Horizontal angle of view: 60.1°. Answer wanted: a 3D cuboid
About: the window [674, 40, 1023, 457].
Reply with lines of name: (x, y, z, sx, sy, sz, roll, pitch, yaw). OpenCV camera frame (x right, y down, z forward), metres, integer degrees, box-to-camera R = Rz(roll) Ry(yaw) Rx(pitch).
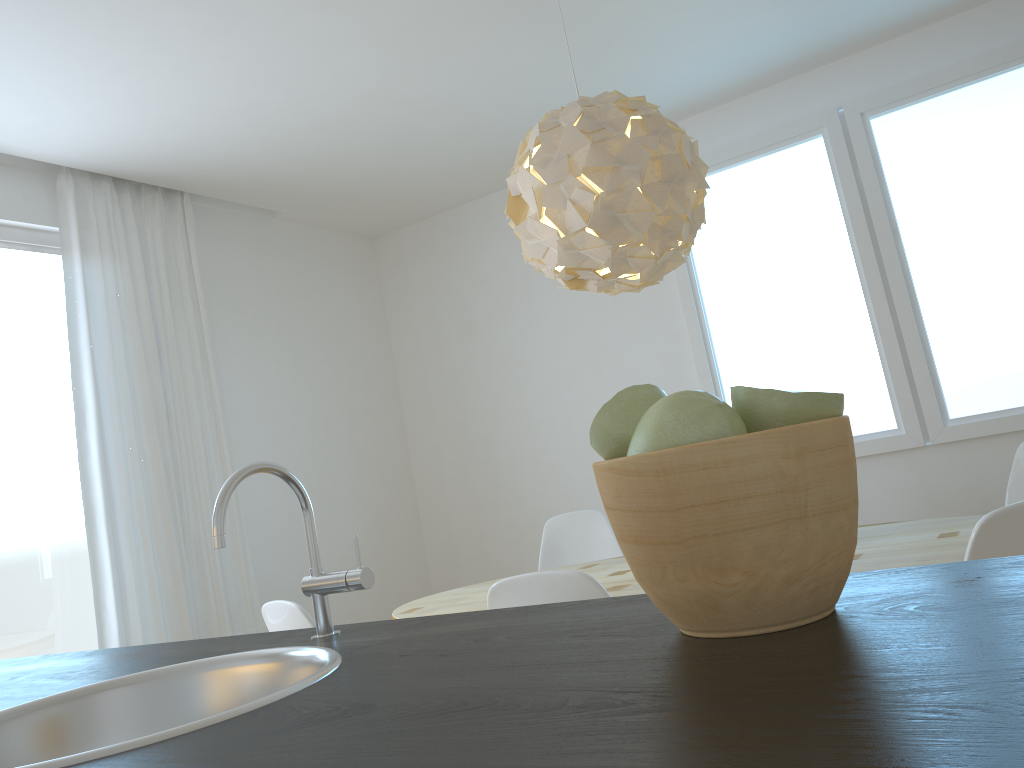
window: (1.075, -0.264, 2.893, 1.866, 2.073, 2.545, -15, -9, 30)

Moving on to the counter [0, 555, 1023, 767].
counter: (-0.603, 0.388, 1.010, 2.383, 0.040, 0.600, -14, -7, 30)

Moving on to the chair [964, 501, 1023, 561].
chair: (0.979, 0.651, 1.646, 0.430, 0.910, 0.518, -11, -9, 1)

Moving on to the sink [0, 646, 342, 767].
sink: (-0.348, 0.374, 0.816, 0.405, 0.158, 0.400, -9, -7, -18)

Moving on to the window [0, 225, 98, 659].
window: (-2.328, 0.311, 2.791, 0.087, 1.936, 2.723, -16, -9, 31)

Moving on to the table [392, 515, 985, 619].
table: (0.620, 0.910, 2.602, 2.175, 0.732, 1.191, -14, -8, 29)

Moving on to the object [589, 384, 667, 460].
object: (0.107, 0.039, 0.755, 0.077, 0.072, 0.073, -5, -9, -34)

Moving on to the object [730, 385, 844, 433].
object: (0.218, 0.026, 0.693, 0.083, 0.066, 0.086, -17, -10, 42)

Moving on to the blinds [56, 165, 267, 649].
blinds: (-1.514, 0.081, 3.847, 0.149, 2.181, 0.793, -16, -11, 31)

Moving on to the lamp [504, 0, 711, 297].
lamp: (0.256, -0.826, 2.850, 0.634, 1.146, 0.645, -15, -10, 29)

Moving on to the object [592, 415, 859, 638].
object: (0.178, 0.114, 0.705, 0.206, 0.143, 0.203, -10, -7, -8)

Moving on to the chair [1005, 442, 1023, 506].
chair: (1.680, 0.639, 2.775, 0.524, 0.910, 0.425, -6, -10, -29)

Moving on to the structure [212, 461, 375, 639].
structure: (-0.250, 0.190, 1.009, 0.096, 0.217, 0.162, -16, -10, 31)

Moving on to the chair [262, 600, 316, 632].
chair: (-0.307, 0.966, 2.317, 0.524, 0.910, 0.425, -4, -11, -39)

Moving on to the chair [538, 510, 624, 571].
chair: (0.315, 0.976, 3.523, 0.429, 0.910, 0.519, -11, -9, 6)

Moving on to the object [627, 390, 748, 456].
object: (0.134, 0.055, 0.681, 0.087, 0.099, 0.101, -4, -10, -38)
